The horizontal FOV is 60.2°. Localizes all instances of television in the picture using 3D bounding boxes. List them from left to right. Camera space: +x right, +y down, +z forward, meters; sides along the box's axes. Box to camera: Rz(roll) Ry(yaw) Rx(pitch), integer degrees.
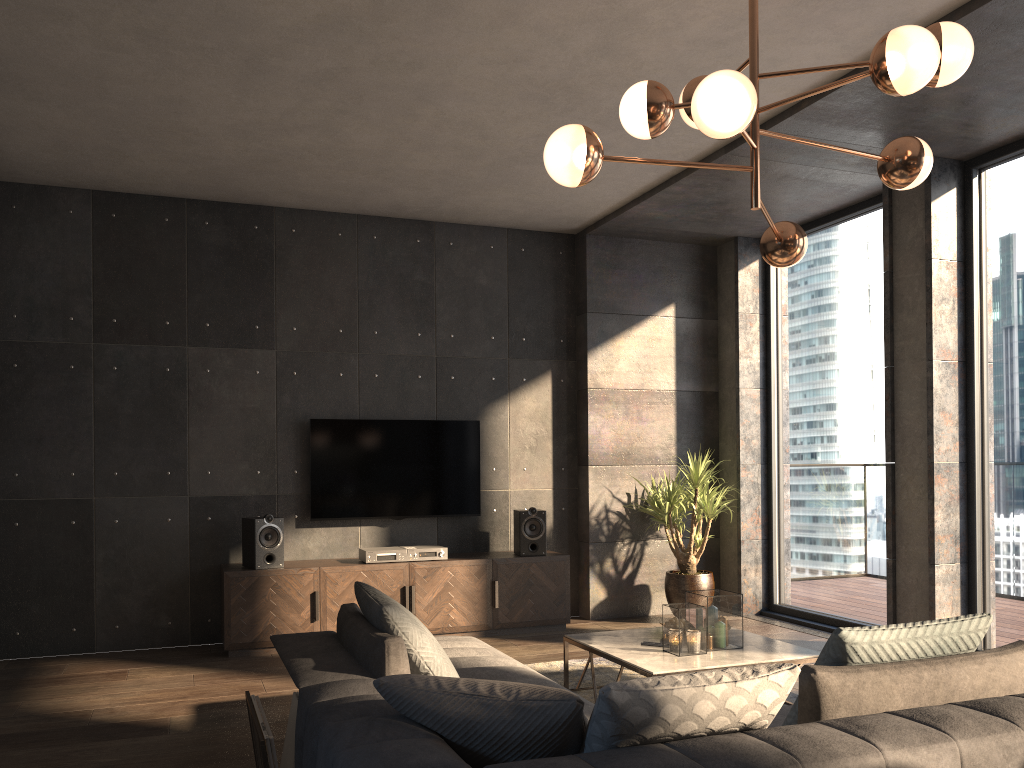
[{"bbox_3d":[-0.840,0.631,6.477,1.266,0.735,0.057,1,-1,-21],"label":"television"}]

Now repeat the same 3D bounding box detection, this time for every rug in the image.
[{"bbox_3d":[0.797,1.551,3.869,1.729,0.020,3.155,1,-6,-21],"label":"rug"}]

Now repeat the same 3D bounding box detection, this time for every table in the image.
[{"bbox_3d":[0.870,1.436,4.354,0.930,0.308,0.934,1,-5,-21],"label":"table"}]

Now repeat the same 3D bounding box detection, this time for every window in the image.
[{"bbox_3d":[3.346,0.014,3.679,0.199,2.991,7.292,0,-4,-21],"label":"window"}]

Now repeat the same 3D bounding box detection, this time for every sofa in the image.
[{"bbox_3d":[0.171,1.106,3.186,2.023,0.782,2.922,1,-5,-21],"label":"sofa"}]

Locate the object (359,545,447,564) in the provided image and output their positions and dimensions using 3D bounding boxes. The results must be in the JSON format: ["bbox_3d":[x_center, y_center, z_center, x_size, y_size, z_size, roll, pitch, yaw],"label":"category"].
[{"bbox_3d":[-0.763,1.193,6.187,0.573,0.087,0.271,1,-5,-21],"label":"object"}]

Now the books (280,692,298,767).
[{"bbox_3d":[-0.747,1.309,3.051,0.079,0.352,0.569,0,-4,-21],"label":"books"}]

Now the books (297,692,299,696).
[{"bbox_3d":[-0.729,1.309,3.056,0.068,0.354,0.569,0,-4,-21],"label":"books"}]

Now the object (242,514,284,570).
[{"bbox_3d":[-1.646,1.035,5.841,0.198,0.354,0.249,0,-2,-36],"label":"object"}]

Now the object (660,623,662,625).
[{"bbox_3d":[0.943,1.261,4.576,0.348,0.084,0.347,4,-7,-43],"label":"object"}]

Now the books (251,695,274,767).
[{"bbox_3d":[-0.838,1.306,3.025,0.064,0.354,0.569,0,-4,-21],"label":"books"}]

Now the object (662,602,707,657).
[{"bbox_3d":[0.812,1.154,4.159,0.148,0.220,0.150,0,-2,-21],"label":"object"}]

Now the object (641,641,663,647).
[{"bbox_3d":[0.721,1.273,4.312,0.181,0.012,0.046,-4,-6,30],"label":"object"}]

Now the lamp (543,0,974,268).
[{"bbox_3d":[0.934,-1.067,2.957,1.465,1.037,1.016,3,-4,-45],"label":"lamp"}]

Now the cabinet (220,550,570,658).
[{"bbox_3d":[-0.785,1.518,6.252,2.408,0.550,0.542,1,-3,-21],"label":"cabinet"}]

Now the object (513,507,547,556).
[{"bbox_3d":[0.133,1.081,6.515,0.198,0.354,0.250,0,-2,-11],"label":"object"}]

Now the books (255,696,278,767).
[{"bbox_3d":[-0.823,1.306,3.023,0.064,0.354,0.569,0,-4,-21],"label":"books"}]

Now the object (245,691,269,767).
[{"bbox_3d":[-0.801,1.324,3.109,0.216,0.351,0.670,0,-4,-21],"label":"object"}]

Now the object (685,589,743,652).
[{"bbox_3d":[0.982,1.145,4.295,0.199,0.260,0.197,0,-2,-21],"label":"object"}]

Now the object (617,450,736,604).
[{"bbox_3d":[1.284,1.147,6.819,0.951,1.359,1.026,-1,-2,11],"label":"object"}]
